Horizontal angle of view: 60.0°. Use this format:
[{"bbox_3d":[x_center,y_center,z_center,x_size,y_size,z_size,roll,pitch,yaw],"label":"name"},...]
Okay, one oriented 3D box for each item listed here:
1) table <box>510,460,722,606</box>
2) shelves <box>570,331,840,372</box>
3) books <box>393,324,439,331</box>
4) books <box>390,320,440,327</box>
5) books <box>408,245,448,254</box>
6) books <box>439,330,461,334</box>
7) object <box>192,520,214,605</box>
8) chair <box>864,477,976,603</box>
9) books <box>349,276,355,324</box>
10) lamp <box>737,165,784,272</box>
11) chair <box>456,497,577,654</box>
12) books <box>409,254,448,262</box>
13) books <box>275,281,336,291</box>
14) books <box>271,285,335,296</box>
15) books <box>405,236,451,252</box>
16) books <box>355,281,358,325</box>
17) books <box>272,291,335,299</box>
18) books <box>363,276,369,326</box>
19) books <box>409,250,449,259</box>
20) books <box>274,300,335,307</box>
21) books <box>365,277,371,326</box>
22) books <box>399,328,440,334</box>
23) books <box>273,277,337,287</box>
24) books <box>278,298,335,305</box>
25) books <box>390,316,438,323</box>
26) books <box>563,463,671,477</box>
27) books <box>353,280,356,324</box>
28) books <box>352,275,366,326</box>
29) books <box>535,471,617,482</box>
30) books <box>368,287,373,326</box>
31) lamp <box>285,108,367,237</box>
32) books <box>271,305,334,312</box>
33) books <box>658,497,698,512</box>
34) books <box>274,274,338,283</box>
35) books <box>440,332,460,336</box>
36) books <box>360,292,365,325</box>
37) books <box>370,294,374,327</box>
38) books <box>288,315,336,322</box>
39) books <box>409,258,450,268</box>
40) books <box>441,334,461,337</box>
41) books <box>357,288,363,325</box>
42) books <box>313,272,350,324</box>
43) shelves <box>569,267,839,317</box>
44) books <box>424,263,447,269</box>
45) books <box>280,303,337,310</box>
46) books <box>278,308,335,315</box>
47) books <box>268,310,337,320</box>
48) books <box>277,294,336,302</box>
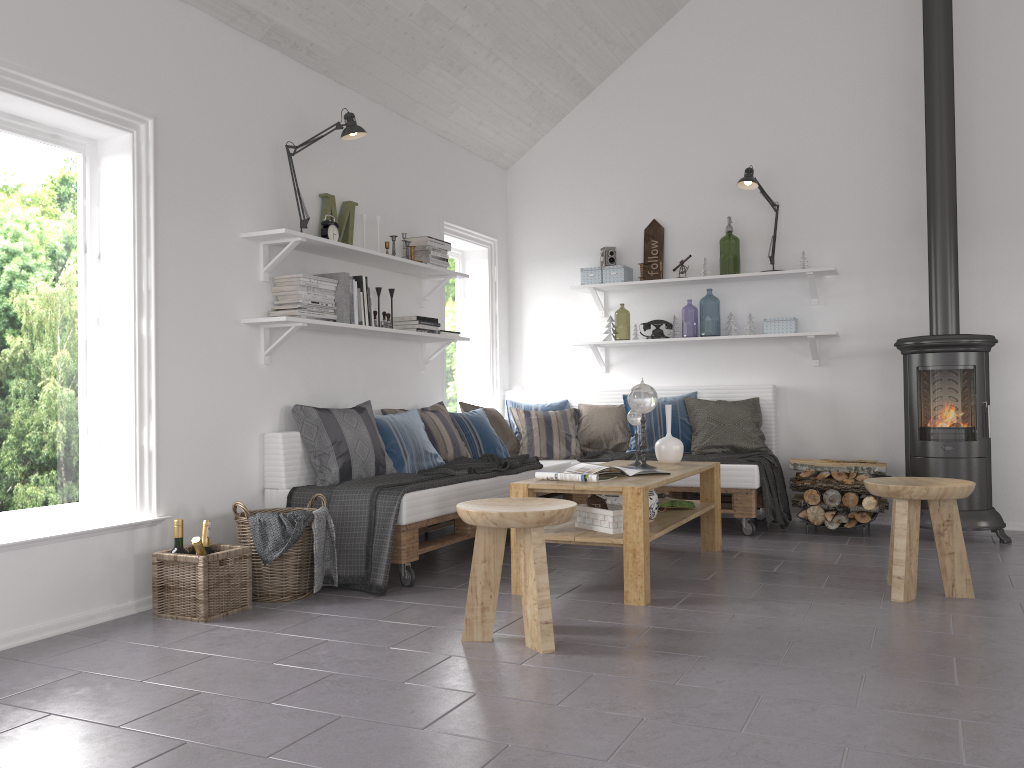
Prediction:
[{"bbox_3d":[0.580,0.676,4.400,0.607,0.485,1.457,-1,-1,25],"label":"table"},{"bbox_3d":[1.299,-0.211,6.148,1.820,0.212,0.269,-1,-1,25],"label":"shelves"},{"bbox_3d":[-0.590,-0.341,5.417,0.191,0.023,0.242,-1,-1,23],"label":"books"},{"bbox_3d":[-0.594,-0.364,5.428,0.212,0.023,0.258,-1,-1,25],"label":"books"},{"bbox_3d":[-0.530,-0.837,5.579,0.161,0.027,0.223,-1,-1,25],"label":"books"},{"bbox_3d":[-0.479,-0.328,5.674,0.202,0.012,0.251,-1,-1,27],"label":"books"},{"bbox_3d":[-1.302,0.753,3.700,0.094,0.361,0.127,-1,-1,25],"label":"object"},{"bbox_3d":[1.727,0.652,3.759,0.431,0.479,0.431,-1,-1,22],"label":"chair"},{"bbox_3d":[-0.927,-0.436,4.708,0.193,0.257,0.046,-1,-1,25],"label":"books"},{"bbox_3d":[1.664,-1.085,5.873,0.439,0.703,0.196,0,-1,-45],"label":"lamp"},{"bbox_3d":[0.020,0.667,3.155,0.431,0.479,0.431,-1,-1,23],"label":"chair"},{"bbox_3d":[-0.527,-0.785,5.587,0.152,0.024,0.238,-1,-1,25],"label":"books"},{"bbox_3d":[-1.054,-0.495,4.524,0.174,0.021,0.273,-1,-1,25],"label":"books"},{"bbox_3d":[-1.069,-0.471,4.529,0.180,0.028,0.296,-1,-1,25],"label":"books"},{"bbox_3d":[-0.530,-0.877,5.591,0.176,0.053,0.290,-1,-1,25],"label":"books"},{"bbox_3d":[-0.915,-0.424,4.748,0.200,0.236,0.031,-1,-1,25],"label":"books"},{"bbox_3d":[-1.067,-0.450,4.533,0.182,0.016,0.288,-1,-1,25],"label":"books"},{"bbox_3d":[-0.880,-0.442,4.824,0.200,0.272,0.054,-1,-1,25],"label":"books"},{"bbox_3d":[-0.524,-0.810,5.604,0.161,0.026,0.223,-1,-1,25],"label":"books"},{"bbox_3d":[-1.056,-0.406,4.517,0.159,0.012,0.285,-1,-1,25],"label":"books"},{"bbox_3d":[-0.871,-0.443,4.846,0.210,0.274,0.048,-1,-1,25],"label":"books"},{"bbox_3d":[-0.592,-0.313,5.427,0.191,0.032,0.258,-1,-1,27],"label":"books"},{"bbox_3d":[-1.054,-0.514,4.522,0.182,0.016,0.288,-1,-1,25],"label":"books"},{"bbox_3d":[-1.046,-0.418,4.525,0.161,0.012,0.254,-1,-1,25],"label":"books"},{"bbox_3d":[-0.595,-0.389,5.419,0.190,0.028,0.239,-1,-1,27],"label":"books"},{"bbox_3d":[0.497,0.407,4.241,0.422,0.049,0.300,-1,-1,-20],"label":"books"},{"bbox_3d":[-0.922,-0.428,4.732,0.205,0.243,0.019,-1,-1,25],"label":"books"},{"bbox_3d":[-0.885,-0.443,4.806,0.200,0.274,0.038,-1,-1,25],"label":"books"},{"bbox_3d":[0.290,0.413,4.010,0.300,0.043,0.229,-1,-1,29],"label":"books"},{"bbox_3d":[-0.848,-0.415,4.863,0.171,0.219,0.047,-1,-1,25],"label":"books"},{"bbox_3d":[-0.957,-1.068,4.525,0.439,0.703,0.196,0,-1,-30],"label":"lamp"},{"bbox_3d":[-1.070,-0.379,4.522,0.182,0.016,0.288,-1,-1,25],"label":"books"},{"bbox_3d":[0.698,0.611,4.631,0.445,0.079,0.301,0,-1,-24],"label":"books"},{"bbox_3d":[-1.048,-0.530,4.513,0.182,0.016,0.288,-1,-1,25],"label":"books"},{"bbox_3d":[-0.474,-0.316,5.669,0.187,0.014,0.248,-1,-1,23],"label":"books"},{"bbox_3d":[-0.858,-0.400,4.781,0.125,0.185,0.042,-1,-1,25],"label":"books"},{"bbox_3d":[-0.835,-0.398,4.887,0.152,0.185,0.045,-1,-1,25],"label":"books"},{"bbox_3d":[-1.046,-0.328,4.512,0.159,0.012,0.285,-1,-1,25],"label":"books"},{"bbox_3d":[-0.527,-0.757,5.580,0.172,0.032,0.239,-1,-1,25],"label":"books"},{"bbox_3d":[-0.471,-0.302,5.672,0.187,0.014,0.253,-1,-1,25],"label":"books"},{"bbox_3d":[-0.872,-0.408,4.761,0.141,0.203,0.044,-1,-1,25],"label":"books"},{"bbox_3d":[-0.950,-0.443,4.665,0.200,0.271,0.050,-1,-1,25],"label":"books"},{"bbox_3d":[1.293,-0.621,6.155,1.820,0.212,0.269,-1,-1,25],"label":"shelves"},{"bbox_3d":[-0.541,-0.725,5.573,0.172,0.032,0.239,-1,-1,25],"label":"books"},{"bbox_3d":[-1.039,-0.394,4.533,0.161,0.013,0.256,-1,-1,25],"label":"books"},{"bbox_3d":[-1.049,-0.365,4.531,0.161,0.013,0.254,-1,-1,25],"label":"books"},{"bbox_3d":[-1.060,-0.347,4.506,0.176,0.025,0.331,-1,-1,25],"label":"books"},{"bbox_3d":[-1.051,-0.433,4.535,0.167,0.017,0.263,-1,-1,25],"label":"books"}]
